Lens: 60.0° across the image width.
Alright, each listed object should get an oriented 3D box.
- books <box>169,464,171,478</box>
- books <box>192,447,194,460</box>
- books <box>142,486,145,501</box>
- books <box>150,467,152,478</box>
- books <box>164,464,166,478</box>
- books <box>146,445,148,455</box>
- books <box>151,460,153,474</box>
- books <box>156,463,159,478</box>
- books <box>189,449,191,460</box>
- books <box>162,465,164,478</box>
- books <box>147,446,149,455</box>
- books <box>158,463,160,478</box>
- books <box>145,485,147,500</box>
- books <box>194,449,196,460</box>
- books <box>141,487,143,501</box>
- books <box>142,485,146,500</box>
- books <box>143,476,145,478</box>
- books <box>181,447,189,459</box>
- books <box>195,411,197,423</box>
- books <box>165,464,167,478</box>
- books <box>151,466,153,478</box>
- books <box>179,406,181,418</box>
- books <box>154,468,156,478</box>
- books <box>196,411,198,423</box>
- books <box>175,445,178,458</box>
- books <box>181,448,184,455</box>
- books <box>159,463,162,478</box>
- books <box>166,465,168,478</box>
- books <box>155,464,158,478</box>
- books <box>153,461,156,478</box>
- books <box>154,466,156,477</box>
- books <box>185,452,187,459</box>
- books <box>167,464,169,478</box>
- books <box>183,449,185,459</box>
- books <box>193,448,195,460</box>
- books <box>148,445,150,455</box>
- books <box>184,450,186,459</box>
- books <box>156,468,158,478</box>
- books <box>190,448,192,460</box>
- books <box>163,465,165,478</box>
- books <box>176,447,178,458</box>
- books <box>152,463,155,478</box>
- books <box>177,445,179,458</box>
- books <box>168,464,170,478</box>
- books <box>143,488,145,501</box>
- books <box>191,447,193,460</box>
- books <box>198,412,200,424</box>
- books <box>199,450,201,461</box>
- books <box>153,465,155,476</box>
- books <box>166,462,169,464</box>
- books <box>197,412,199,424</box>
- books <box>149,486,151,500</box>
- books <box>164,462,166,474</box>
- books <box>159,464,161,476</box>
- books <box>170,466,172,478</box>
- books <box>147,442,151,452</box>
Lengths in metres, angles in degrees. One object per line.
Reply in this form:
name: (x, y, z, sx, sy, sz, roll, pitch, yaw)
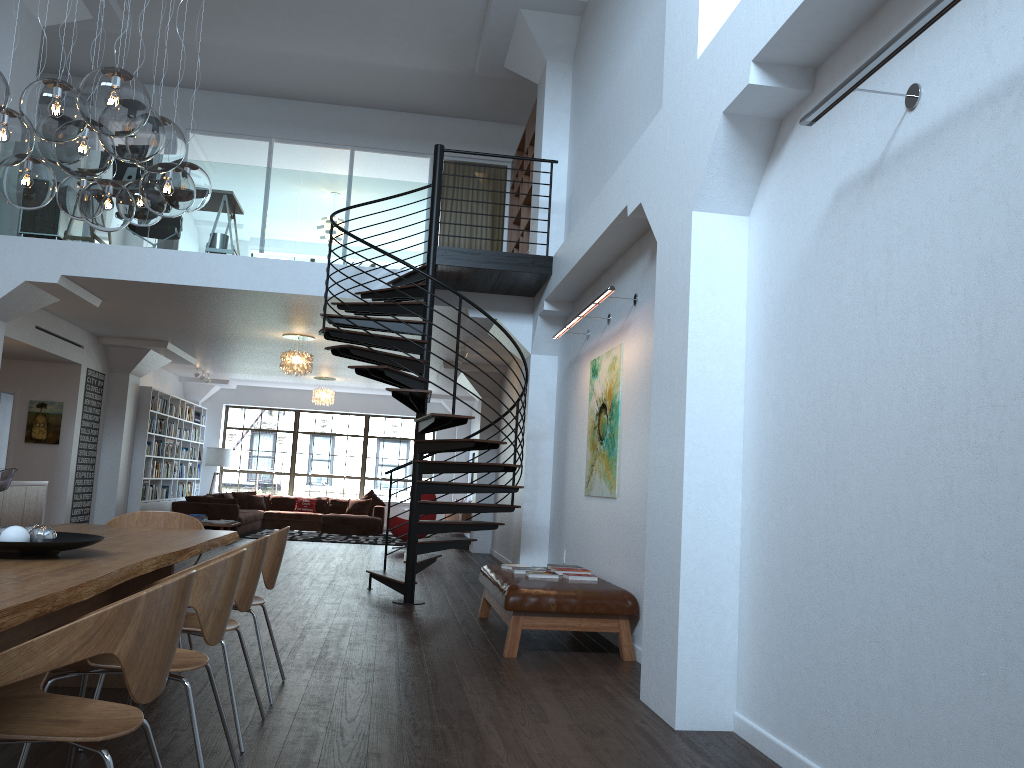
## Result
books: (-6.401, 1.601, 16.357, 0.183, 0.253, 0.034, 4, -7, -8)
books: (-6.633, 1.425, 18.213, 0.180, 0.259, 0.042, 4, -7, -7)
books: (-6.184, 1.805, 14.666, 0.174, 0.240, 0.054, 4, -7, -7)
books: (-6.217, 1.462, 15.046, 0.189, 0.247, 0.057, 4, -7, -7)
books: (-6.342, 1.562, 15.988, 0.183, 0.253, 0.034, 4, -7, -8)
books: (-6.132, 1.091, 14.735, 0.128, 0.178, 0.021, 4, -7, -7)
books: (-6.205, 1.444, 15.101, 0.140, 0.298, 0.044, 4, -7, -7)
books: (-6.282, 1.510, 15.517, 0.183, 0.253, 0.034, 4, -7, -7)
books: (-6.581, 1.411, 17.909, 0.161, 0.223, 0.032, 4, -7, -7)
books: (-6.329, 1.529, 15.837, 0.198, 0.284, 0.066, 4, -7, -8)
books: (-6.135, 1.113, 14.823, 0.110, 0.153, 0.019, 4, -7, -7)
books: (-6.282, 1.514, 15.551, 0.183, 0.253, 0.034, 4, -7, -7)
books: (-6.220, 1.819, 14.857, 0.180, 0.251, 0.048, 4, -7, -7)
books: (-6.653, 1.456, 18.386, 0.174, 0.236, 0.142, 4, -7, -8)
books: (-6.180, 1.809, 14.622, 0.161, 0.223, 0.032, 4, -7, -7)
books: (-6.209, 1.810, 14.776, 0.183, 0.253, 0.042, 4, -7, -7)
books: (-6.204, 1.532, 14.711, 0.197, 0.035, 0.284, 5, -7, -17)
books: (-6.546, 1.386, 17.714, 0.140, 0.231, 0.042, 4, -7, -7)
books: (-6.585, 0.676, 18.233, 0.183, 0.253, 0.042, 4, -7, -7)
books: (-6.343, 1.565, 16.021, 0.183, 0.253, 0.034, 4, -7, -8)
books: (-6.220, 1.493, 15.140, 0.144, 0.207, 0.048, 4, -7, -7)
books: (-6.383, 0.535, 16.825, 0.174, 0.236, 0.136, 4, -7, -8)
books: (-6.284, 1.501, 15.382, 0.174, 0.240, 0.045, 4, -7, -7)
books: (-6.597, 0.685, 18.319, 0.183, 0.253, 0.042, 4, -7, -7)
books: (-6.416, 1.269, 16.733, 0.174, 0.251, 0.051, 4, -7, -7)
books: (-6.498, 1.359, 17.349, 0.140, 0.206, 0.042, 4, -7, -7)
books: (-6.301, 1.528, 15.685, 0.183, 0.253, 0.034, 4, -7, -7)
books: (-6.369, 1.584, 16.140, 0.174, 0.240, 0.045, 4, -7, -8)
books: (-6.269, 1.505, 15.436, 0.171, 0.246, 0.057, 4, -7, -7)
books: (-6.256, 1.469, 15.313, 0.176, 0.290, 0.053, 4, -7, -7)
books: (-6.262, 1.507, 15.349, 0.161, 0.223, 0.026, 4, -7, -7)
books: (-6.519, 1.413, 17.590, 0.110, 0.153, 0.019, 4, -7, -7)
books: (-6.363, 1.583, 16.181, 0.183, 0.253, 0.034, 4, -7, -8)
books: (-6.500, 1.371, 17.388, 0.139, 0.191, 0.036, 4, -7, -7)
books: (-6.639, 1.438, 18.298, 0.183, 0.253, 0.042, 4, -7, -7)
books: (-6.143, 1.111, 14.860, 0.120, 0.167, 0.020, 4, -7, -7)
books: (-6.510, 1.388, 17.482, 0.128, 0.178, 0.022, 4, -7, -7)
books: (-6.281, 1.517, 15.481, 0.168, 0.231, 0.037, 4, -7, -7)
books: (-6.586, 1.407, 17.952, 0.174, 0.240, 0.054, 4, -7, -7)
books: (-6.324, 1.568, 15.906, 0.161, 0.223, 0.026, 4, -7, -8)
books: (-6.423, 1.292, 16.801, 0.161, 0.223, 0.030, 4, -7, -7)
books: (-6.243, 1.483, 15.230, 0.171, 0.246, 0.057, 4, -7, -7)
books: (-6.447, 1.291, 16.903, 0.171, 0.246, 0.036, 4, -7, -7)
books: (-6.382, 1.588, 16.261, 0.180, 0.259, 0.060, 4, -7, -8)
books: (-6.191, 1.822, 14.740, 0.161, 0.223, 0.032, 4, -7, -7)
books: (-6.611, 1.412, 18.062, 0.183, 0.253, 0.042, 4, -7, -7)
books: (-6.617, 0.704, 18.492, 0.183, 0.253, 0.042, 4, -7, -7)
books: (-6.711, 1.518, 18.853, 0.182, 0.215, 0.188, 4, -7, -7)
books: (-6.250, 1.498, 15.270, 0.161, 0.223, 0.027, 4, -7, -7)
books: (-6.376, 1.567, 16.216, 0.176, 0.290, 0.036, 4, -7, -8)
books: (-6.611, 0.695, 18.405, 0.183, 0.253, 0.042, 4, -7, -7)
books: (-6.256, 1.856, 15.099, 0.176, 0.231, 0.053, 4, -7, -7)
books: (-6.336, 1.539, 15.947, 0.176, 0.290, 0.053, 4, -7, -8)
books: (-6.300, 1.527, 15.655, 0.160, 0.250, 0.026, 4, -7, -7)
books: (-6.401, 1.625, 16.430, 0.161, 0.223, 0.026, 4, -7, -8)
books: (-6.163, 1.087, 14.947, 0.140, 0.231, 0.042, 4, -7, -7)
